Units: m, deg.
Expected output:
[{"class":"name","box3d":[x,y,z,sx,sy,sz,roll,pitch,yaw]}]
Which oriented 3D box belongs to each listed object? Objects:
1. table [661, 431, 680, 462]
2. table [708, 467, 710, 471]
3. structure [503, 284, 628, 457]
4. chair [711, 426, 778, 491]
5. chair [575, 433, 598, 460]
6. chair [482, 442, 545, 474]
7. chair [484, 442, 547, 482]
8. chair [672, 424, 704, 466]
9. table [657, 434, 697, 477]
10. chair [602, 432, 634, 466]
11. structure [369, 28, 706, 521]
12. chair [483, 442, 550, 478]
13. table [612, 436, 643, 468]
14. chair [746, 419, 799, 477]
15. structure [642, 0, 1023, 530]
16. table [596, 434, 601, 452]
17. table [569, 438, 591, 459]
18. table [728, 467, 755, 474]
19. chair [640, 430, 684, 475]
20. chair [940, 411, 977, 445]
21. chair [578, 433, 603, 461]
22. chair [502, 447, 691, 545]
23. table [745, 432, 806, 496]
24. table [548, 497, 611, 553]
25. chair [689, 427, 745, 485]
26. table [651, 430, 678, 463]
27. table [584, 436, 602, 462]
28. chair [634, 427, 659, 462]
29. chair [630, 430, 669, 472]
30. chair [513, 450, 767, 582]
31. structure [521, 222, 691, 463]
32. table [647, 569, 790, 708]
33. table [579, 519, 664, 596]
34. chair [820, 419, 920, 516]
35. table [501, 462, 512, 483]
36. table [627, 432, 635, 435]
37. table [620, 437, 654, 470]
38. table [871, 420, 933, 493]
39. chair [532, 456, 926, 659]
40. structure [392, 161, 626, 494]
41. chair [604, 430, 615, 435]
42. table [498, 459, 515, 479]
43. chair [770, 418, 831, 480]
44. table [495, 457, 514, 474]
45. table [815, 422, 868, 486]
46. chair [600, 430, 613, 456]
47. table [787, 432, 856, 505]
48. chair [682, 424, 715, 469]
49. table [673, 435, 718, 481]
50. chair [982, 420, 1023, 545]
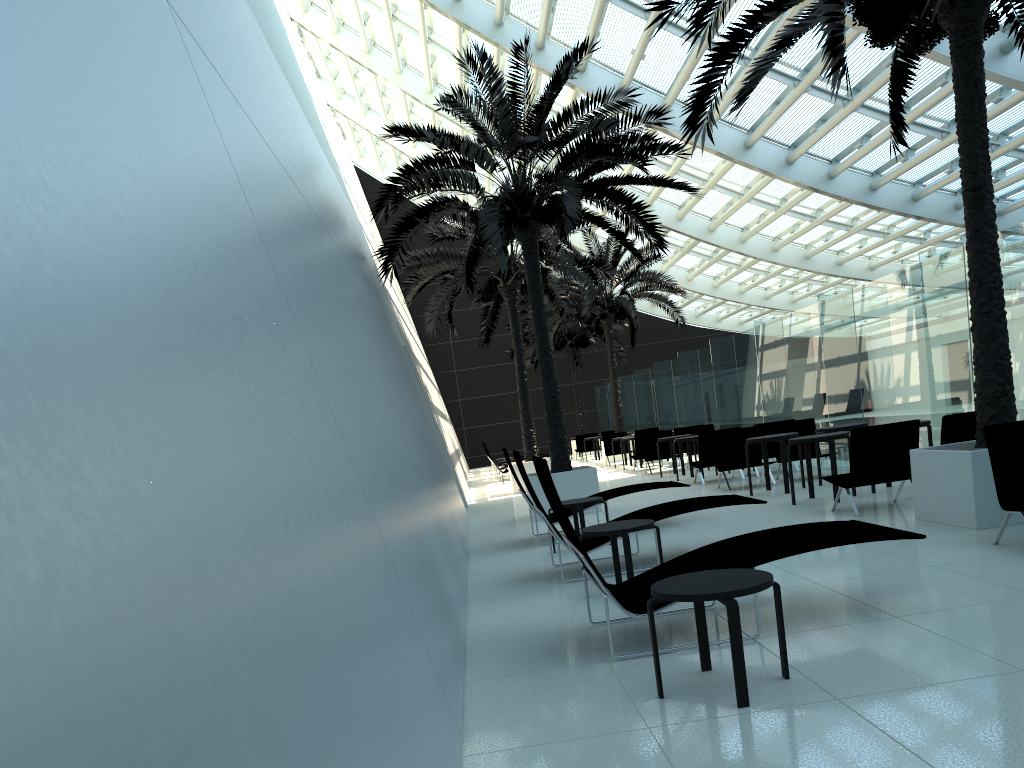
[{"class":"table","box3d":[4.078,1.571,21.770,0.685,0.789,0.667,-6,4,40]},{"class":"table","box3d":[4.287,1.311,17.599,0.686,0.789,0.666,-6,4,36]},{"class":"structure","box3d":[2.533,-0.657,34.391,4.406,7.094,4.810,-10,4,-24]},{"class":"chair","box3d":[3.534,1.120,13.218,0.715,0.897,0.880,-8,2,-3]},{"class":"chair","box3d":[2.659,2.271,31.821,0.715,0.897,0.880,-8,2,-3]},{"class":"chair","box3d":[0.061,2.383,29.729,2.035,1.170,0.913,-8,3,-2]},{"class":"chair","box3d":[0.310,2.060,24.512,2.035,1.170,0.913,-8,3,-2]},{"class":"chair","box3d":[4.120,1.443,20.588,0.715,0.897,0.880,-8,2,-3]},{"class":"table","box3d":[3.328,1.446,17.571,0.686,0.789,0.666,-6,4,36]},{"class":"chair","box3d":[2.998,1.815,24.441,0.715,0.897,0.880,-8,2,-3]},{"class":"structure","box3d":[0.431,-1.457,12.768,4.589,6.907,4.278,-10,5,-24]},{"class":"chair","box3d":[0.188,2.219,27.081,2.035,1.170,0.913,-8,3,-2]},{"class":"table","box3d":[3.060,1.794,23.171,0.686,0.789,0.666,-6,4,36]},{"class":"chair","box3d":[4.389,1.094,14.953,0.715,0.897,0.880,-8,2,-3]},{"class":"structure","box3d":[3.816,-2.344,7.138,4.851,7.096,4.365,-7,4,16]},{"class":"table","box3d":[3.540,2.269,33.031,0.685,0.789,0.667,-5,4,45]},{"class":"table","box3d":[2.581,2.404,33.002,0.685,0.789,0.667,-5,4,45]},{"class":"table","box3d":[4.348,1.222,16.135,0.685,0.789,0.667,-6,4,40]},{"class":"chair","box3d":[3.264,1.470,18.865,0.715,0.897,0.880,-8,2,-3]},{"class":"chair","box3d":[4.666,0.735,9.166,0.715,0.897,0.880,-8,2,-3]},{"class":"chair","box3d":[2.726,2.168,30.125,0.715,0.897,0.880,-8,2,-3]},{"class":"chair","box3d":[0.988,1.181,10.335,2.035,1.170,0.913,-8,3,-2]},{"class":"table","box3d":[3.597,1.097,11.936,0.686,0.789,0.666,-6,4,36]},{"class":"table","box3d":[0.711,1.488,9.204,0.559,0.522,0.544,-7,2,40]},{"class":"chair","box3d":[3.467,1.223,14.925,0.715,0.897,0.880,-8,2,-3]},{"class":"table","box3d":[4.019,1.658,23.200,0.686,0.789,0.666,-6,4,36]},{"class":"table","box3d":[2.789,2.145,28.831,0.686,0.789,0.666,-6,4,36]},{"class":"chair","box3d":[3.920,1.686,24.468,0.715,0.897,0.880,-8,2,-3]},{"class":"chair","box3d":[3.198,1.573,20.561,0.715,0.897,0.880,-8,2,-3]},{"class":"chair","box3d":[1.111,1.021,7.766,2.035,1.170,0.913,-8,3,-2]},{"class":"structure","box3d":[2.896,-1.158,26.256,4.803,7.096,4.409,-9,4,-9]},{"class":"table","box3d":[0.956,1.169,4.066,0.559,0.522,0.544,-7,2,40]},{"class":"table","box3d":[0.834,1.328,6.635,0.559,0.522,0.544,-7,2,40]},{"class":"chair","box3d":[3.744,0.865,9.139,0.715,0.897,0.880,-8,2,-3]},{"class":"table","box3d":[0.033,2.367,23.380,0.559,0.522,0.543,-7,2,36]},{"class":"table","box3d":[3.748,2.009,28.859,0.686,0.789,0.666,-6,4,36]},{"class":"table","box3d":[3.119,1.706,21.742,0.685,0.789,0.667,-6,4,40]},{"class":"table","box3d":[4.624,0.863,10.349,0.685,0.789,0.667,-6,4,40]},{"class":"chair","box3d":[1.234,0.862,5.197,2.035,1.170,0.913,-8,3,-2]},{"class":"structure","box3d":[-0.063,-1.087,18.751,4.324,6.968,4.540,-5,5,31]},{"class":"chair","box3d":[3.648,2.038,30.152,0.715,0.897,0.880,-8,2,-3]},{"class":"table","box3d":[-0.090,2.526,25.949,0.559,0.522,0.544,-7,2,40]},{"class":"chair","box3d":[4.457,0.990,13.245,0.715,0.897,0.880,-8,2,-3]},{"class":"table","box3d":[-0.217,2.690,28.598,0.559,0.522,0.544,-7,2,40]},{"class":"table","box3d":[4.556,0.962,11.964,0.686,0.789,0.666,-6,4,36]},{"class":"chair","box3d":[3.581,2.141,31.848,0.715,0.897,0.880,-8,2,-3]},{"class":"table","box3d":[3.665,0.998,10.320,0.685,0.789,0.667,-6,4,40]},{"class":"chair","box3d":[4.187,1.340,18.893,0.715,0.897,0.880,-8,2,-3]},{"class":"table","box3d":[3.389,1.357,16.107,0.685,0.789,0.667,-6,4,40]},{"class":"chair","box3d":[3.879,0.673,6.017,0.715,0.897,0.880,-8,2,-3]}]
